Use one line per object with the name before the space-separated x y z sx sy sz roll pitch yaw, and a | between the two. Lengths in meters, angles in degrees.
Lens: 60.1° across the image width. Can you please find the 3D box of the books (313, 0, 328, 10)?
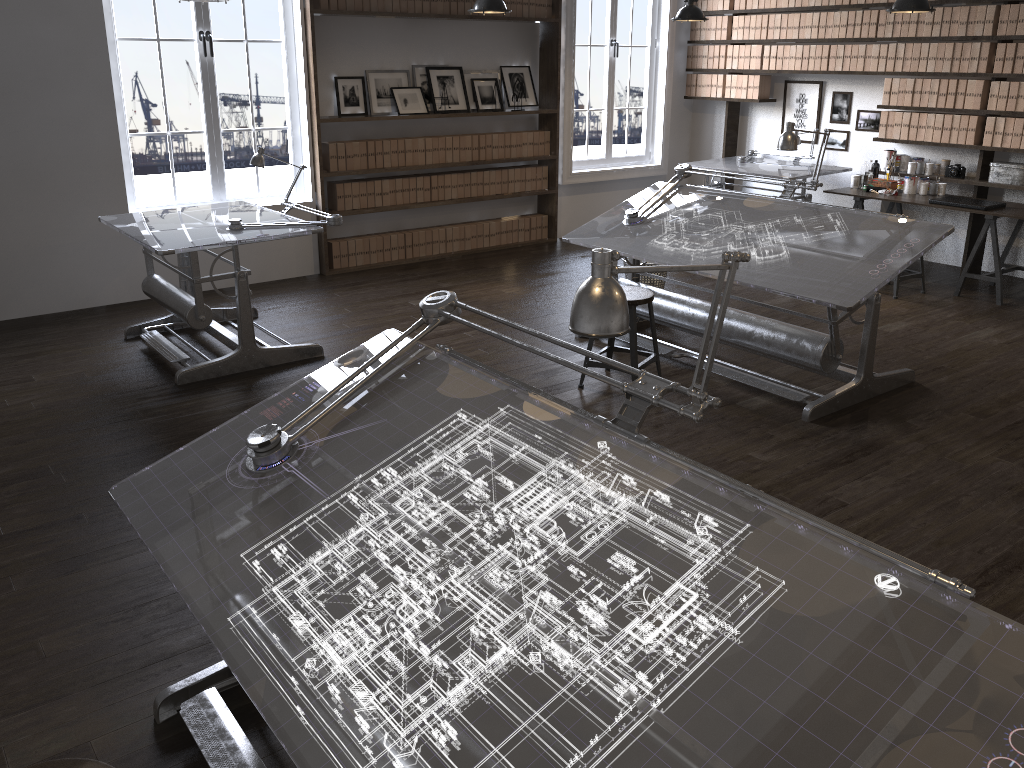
books | -1.492 -3.004 6.846 0.067 0.222 0.176 -13 23 -35

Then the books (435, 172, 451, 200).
books | -0.621 -1.776 7.938 0.067 0.222 0.176 -13 23 -35

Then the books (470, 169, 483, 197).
books | -0.342 -1.848 8.139 0.067 0.222 0.176 -13 23 -35

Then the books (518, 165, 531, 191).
books | 0.102 -1.964 8.460 0.067 0.222 0.176 -13 23 -35

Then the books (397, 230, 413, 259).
books | -0.955 -1.238 7.845 0.067 0.222 0.176 -13 23 -35

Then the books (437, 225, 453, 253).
books | -0.618 -1.325 8.088 0.067 0.222 0.176 -13 23 -35

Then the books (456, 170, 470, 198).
books | -0.455 -1.821 8.064 0.067 0.222 0.176 -13 23 -35

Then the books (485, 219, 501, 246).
books | -0.183 -1.440 8.406 0.067 0.222 0.176 -13 23 -35

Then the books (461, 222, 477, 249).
books | -0.405 -1.384 8.249 0.067 0.222 0.176 -13 23 -35

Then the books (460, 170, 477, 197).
books | -0.395 -1.836 8.106 0.067 0.222 0.176 -13 23 -35

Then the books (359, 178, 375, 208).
books | -1.237 -1.617 7.500 0.067 0.222 0.176 -13 23 -35

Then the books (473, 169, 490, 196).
books | -0.284 -1.863 8.181 0.067 0.222 0.176 -13 23 -35

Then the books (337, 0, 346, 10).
books | -1.374 -3.035 6.932 0.067 0.222 0.176 -13 23 -35

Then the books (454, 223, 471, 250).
books | -0.456 -1.367 8.204 0.067 0.222 0.176 -13 23 -35

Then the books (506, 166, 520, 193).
books | -0.003 -1.938 8.388 0.067 0.222 0.176 -13 23 -35

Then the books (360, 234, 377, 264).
books | -1.238 -1.163 7.640 0.067 0.222 0.176 -13 23 -35

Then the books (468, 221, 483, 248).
books | -0.348 -1.398 8.288 0.067 0.222 0.176 -13 23 -35

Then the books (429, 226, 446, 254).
books | -0.679 -1.310 8.047 0.067 0.222 0.176 -13 23 -35

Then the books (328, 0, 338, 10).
books | -1.430 -3.018 6.885 0.067 0.222 0.176 -13 23 -35

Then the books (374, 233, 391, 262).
books | -1.131 -1.194 7.724 0.067 0.222 0.176 -13 23 -35

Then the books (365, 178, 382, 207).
books | -1.178 -1.631 7.538 0.067 0.222 0.176 -13 23 -35

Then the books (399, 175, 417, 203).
books | -0.910 -1.703 7.737 0.067 0.222 0.176 -13 23 -35

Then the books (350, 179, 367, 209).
books | -1.294 -1.603 7.462 0.067 0.222 0.176 -13 23 -35

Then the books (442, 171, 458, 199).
books | -0.565 -1.792 7.982 0.067 0.222 0.176 -13 23 -35

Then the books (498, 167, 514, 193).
books | -0.060 -1.923 8.345 0.067 0.222 0.176 -13 23 -35

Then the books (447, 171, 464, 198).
books | -0.512 -1.807 8.025 0.067 0.222 0.176 -13 23 -35

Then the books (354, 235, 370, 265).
books | -1.294 -1.151 7.605 0.067 0.222 0.176 -13 23 -35

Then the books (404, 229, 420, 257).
books | -0.899 -1.254 7.892 0.067 0.222 0.176 -13 23 -35

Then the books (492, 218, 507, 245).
books | -0.127 -1.453 8.441 0.067 0.222 0.176 -13 23 -35

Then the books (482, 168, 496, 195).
books | -0.228 -1.879 8.225 0.067 0.222 0.176 -13 23 -35

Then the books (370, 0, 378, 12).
books | -1.146 -3.091 7.089 0.067 0.222 0.176 -13 23 -35

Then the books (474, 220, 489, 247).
books | -0.289 -1.411 8.326 0.067 0.222 0.176 -13 23 -35

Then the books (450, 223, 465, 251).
books | -0.512 -1.355 8.169 0.067 0.222 0.176 -13 23 -35

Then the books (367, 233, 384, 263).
books | -1.188 -1.179 7.683 0.067 0.222 0.176 -13 23 -35

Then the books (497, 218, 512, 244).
books | -0.077 -1.469 8.484 0.067 0.222 0.176 -13 23 -35

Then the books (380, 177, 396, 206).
books | -1.072 -1.660 7.618 0.067 0.222 0.176 -13 23 -35

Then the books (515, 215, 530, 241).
books | 0.092 -1.513 8.607 0.067 0.222 0.176 -13 23 -35

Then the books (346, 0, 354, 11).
books | -1.314 -3.048 6.969 0.067 0.222 0.176 -13 23 -35

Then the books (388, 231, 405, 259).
books | -1.018 -1.223 7.806 0.067 0.222 0.176 -13 23 -35

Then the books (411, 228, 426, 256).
books | -0.845 -1.268 7.928 0.067 0.222 0.176 -13 23 -35

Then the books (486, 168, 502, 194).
books | -0.175 -1.895 8.269 0.067 0.222 0.176 -13 23 -35

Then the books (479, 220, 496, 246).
books | -0.233 -1.427 8.369 0.067 0.222 0.176 -13 23 -35

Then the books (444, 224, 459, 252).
books | -0.561 -1.341 8.132 0.067 0.222 0.176 -13 23 -35

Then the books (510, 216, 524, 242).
books | 0.039 -1.497 8.563 0.067 0.222 0.176 -13 23 -35

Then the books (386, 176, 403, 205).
books | -1.016 -1.673 7.653 0.067 0.222 0.176 -13 23 -35

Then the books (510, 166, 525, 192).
books | 0.046 -1.952 8.425 0.067 0.222 0.176 -13 23 -35

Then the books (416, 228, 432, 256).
books | -0.792 -1.279 7.961 0.067 0.222 0.176 -13 23 -35

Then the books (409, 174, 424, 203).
books | -0.850 -1.717 7.775 0.067 0.222 0.176 -13 23 -35

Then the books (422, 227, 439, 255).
books | -0.735 -1.294 8.003 0.067 0.222 0.176 -13 23 -35

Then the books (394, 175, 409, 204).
books | -0.966 -1.688 7.697 0.067 0.222 0.176 -13 23 -35

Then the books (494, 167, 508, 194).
books | -0.118 -1.909 8.307 0.067 0.222 0.176 -13 23 -35

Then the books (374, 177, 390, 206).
books | -1.122 -1.646 7.581 0.067 0.222 0.176 -13 23 -35

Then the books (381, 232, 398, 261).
books | -1.072 -1.207 7.762 0.067 0.222 0.176 -13 23 -35

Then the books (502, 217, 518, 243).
books | -0.020 -1.483 8.525 0.067 0.222 0.176 -13 23 -35
